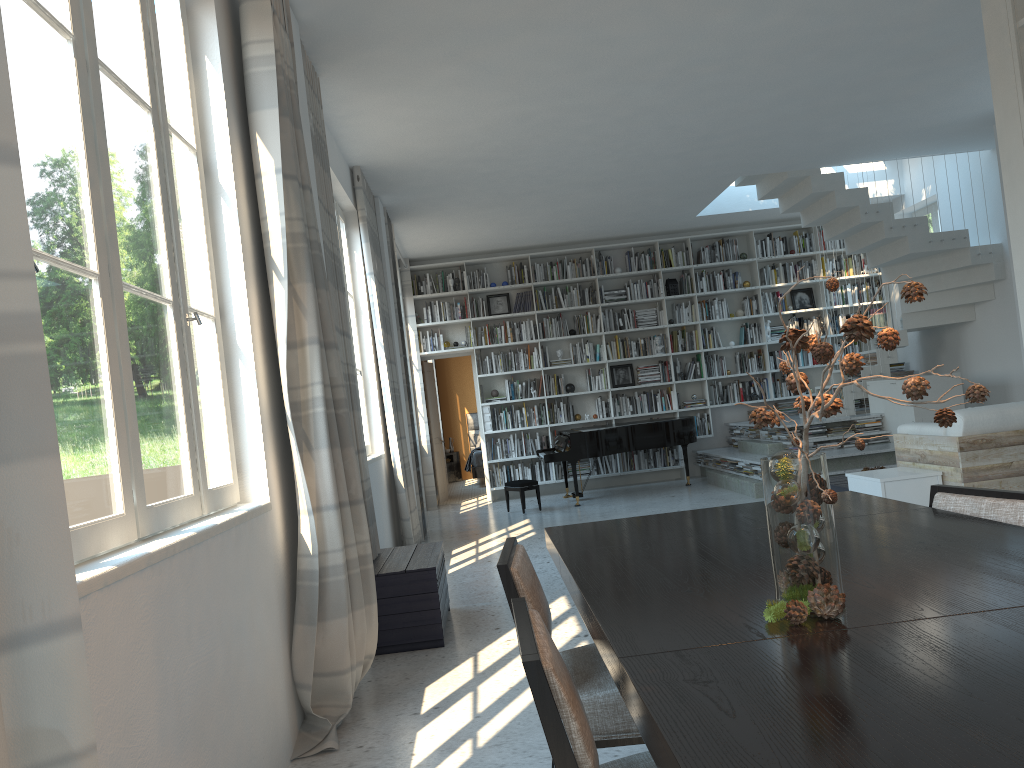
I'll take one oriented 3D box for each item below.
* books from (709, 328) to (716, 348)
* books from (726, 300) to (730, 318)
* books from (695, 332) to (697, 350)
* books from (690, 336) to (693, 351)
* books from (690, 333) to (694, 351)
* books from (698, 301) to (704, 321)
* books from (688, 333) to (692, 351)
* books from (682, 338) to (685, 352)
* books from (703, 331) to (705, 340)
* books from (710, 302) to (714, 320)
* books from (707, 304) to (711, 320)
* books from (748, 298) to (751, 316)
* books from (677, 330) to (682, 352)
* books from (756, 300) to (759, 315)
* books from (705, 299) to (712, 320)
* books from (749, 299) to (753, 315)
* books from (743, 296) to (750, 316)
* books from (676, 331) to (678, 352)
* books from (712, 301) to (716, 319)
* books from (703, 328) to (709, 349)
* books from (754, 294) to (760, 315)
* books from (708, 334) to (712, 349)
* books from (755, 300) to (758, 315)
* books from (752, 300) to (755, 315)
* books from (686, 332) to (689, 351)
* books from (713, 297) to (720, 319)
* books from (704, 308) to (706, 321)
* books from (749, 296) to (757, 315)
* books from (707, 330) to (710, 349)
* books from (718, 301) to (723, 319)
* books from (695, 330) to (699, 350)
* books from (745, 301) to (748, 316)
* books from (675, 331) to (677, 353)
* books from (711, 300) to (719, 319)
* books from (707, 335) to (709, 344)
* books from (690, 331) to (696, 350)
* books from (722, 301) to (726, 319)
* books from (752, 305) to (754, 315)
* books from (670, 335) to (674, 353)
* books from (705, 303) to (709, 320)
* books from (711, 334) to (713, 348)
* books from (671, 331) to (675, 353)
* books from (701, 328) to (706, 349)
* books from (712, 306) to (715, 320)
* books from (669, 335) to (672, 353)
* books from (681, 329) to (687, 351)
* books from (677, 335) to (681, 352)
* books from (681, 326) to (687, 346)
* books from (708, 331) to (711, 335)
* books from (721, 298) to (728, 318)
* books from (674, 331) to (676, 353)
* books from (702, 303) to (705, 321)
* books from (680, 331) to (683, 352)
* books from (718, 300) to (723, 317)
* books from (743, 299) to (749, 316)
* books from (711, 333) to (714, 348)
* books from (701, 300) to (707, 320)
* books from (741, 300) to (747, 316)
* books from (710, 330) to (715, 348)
[{"bbox_3d":[2.642,-0.595,11.678,0.006,0.270,0.178,-7,-1,-2],"label":"books"},{"bbox_3d":[2.832,-0.979,11.707,0.034,0.254,0.161,-7,-1,-2],"label":"books"},{"bbox_3d":[2.406,-0.556,11.687,0.019,0.247,0.149,-7,-1,-2],"label":"books"},{"bbox_3d":[2.341,-0.528,11.655,0.034,0.204,0.181,-7,-1,-2],"label":"books"},{"bbox_3d":[2.364,-0.548,11.676,0.028,0.239,0.145,-7,-1,-2],"label":"books"},{"bbox_3d":[2.488,-0.952,11.694,0.014,0.278,0.154,-7,-1,-2],"label":"books"},{"bbox_3d":[2.315,-0.544,11.647,0.027,0.242,0.188,-7,-1,-2],"label":"books"},{"bbox_3d":[2.244,-0.504,11.685,0.030,0.181,0.131,-7,-1,-2],"label":"books"},{"bbox_3d":[2.521,-0.568,11.689,0.007,0.244,0.145,-7,-1,-2],"label":"books"},{"bbox_3d":[2.610,-0.946,11.679,0.022,0.237,0.164,-7,-1,-2],"label":"books"},{"bbox_3d":[2.573,-0.931,11.691,0.026,0.216,0.161,-7,-1,-2],"label":"books"},{"bbox_3d":[3.113,-1.007,11.714,0.016,0.243,0.151,-7,-1,-2],"label":"books"},{"bbox_3d":[2.194,-0.556,11.659,0.019,0.294,0.163,-7,-1,-2],"label":"books"},{"bbox_3d":[3.222,-1.000,11.706,0.012,0.206,0.169,-7,-1,-2],"label":"books"},{"bbox_3d":[2.590,-0.966,11.673,0.014,0.280,0.177,-7,-1,-2],"label":"books"},{"bbox_3d":[3.141,-1.002,11.716,0.016,0.228,0.160,-7,-1,-2],"label":"books"},{"bbox_3d":[3.097,-1.017,11.702,0.015,0.267,0.164,-7,-1,-2],"label":"books"},{"bbox_3d":[2.157,-0.551,11.669,0.035,0.293,0.145,-7,-1,-2],"label":"books"},{"bbox_3d":[2.650,-0.960,11.696,0.011,0.257,0.131,-7,-1,-2],"label":"books"},{"bbox_3d":[2.543,-0.589,11.655,0.013,0.279,0.191,-7,-1,-2],"label":"books"},{"bbox_3d":[3.227,-1.037,11.700,0.005,0.278,0.182,-7,-1,-2],"label":"books"},{"bbox_3d":[2.591,-0.551,11.654,0.017,0.192,0.191,-7,-1,-2],"label":"books"},{"bbox_3d":[3.198,-0.997,11.701,0.013,0.204,0.174,-7,-1,-2],"label":"books"},{"bbox_3d":[3.170,-0.992,11.711,0.013,0.202,0.173,-7,-1,-2],"label":"books"},{"bbox_3d":[2.291,-0.546,11.670,0.033,0.253,0.174,-7,-1,-2],"label":"books"},{"bbox_3d":[2.697,-0.985,11.700,0.027,0.295,0.159,-7,-1,-2],"label":"books"},{"bbox_3d":[2.525,-0.907,11.690,0.021,0.179,0.136,-7,-1,-2],"label":"books"},{"bbox_3d":[3.181,-1.021,11.702,0.016,0.257,0.176,-7,-1,-2],"label":"books"},{"bbox_3d":[2.571,-0.580,11.685,0.013,0.256,0.144,-7,-1,-2],"label":"books"},{"bbox_3d":[2.726,-0.963,11.685,0.025,0.244,0.183,-7,-1,-2],"label":"books"},{"bbox_3d":[2.424,-0.569,11.686,0.033,0.268,0.142,-7,-1,-2],"label":"books"},{"bbox_3d":[3.078,-0.983,11.715,0.005,0.205,0.154,-7,-1,-2],"label":"books"},{"bbox_3d":[2.145,-0.550,11.654,0.035,0.293,0.145,-7,-1,-2],"label":"books"},{"bbox_3d":[2.671,-0.966,11.673,0.030,0.263,0.182,-7,-1,-2],"label":"books"},{"bbox_3d":[2.561,-0.547,11.678,0.014,0.192,0.147,-7,-1,-2],"label":"books"},{"bbox_3d":[2.386,-0.564,11.672,0.032,0.266,0.143,-7,-1,-2],"label":"books"},{"bbox_3d":[2.773,-0.962,11.693,0.021,0.232,0.183,-7,-1,-2],"label":"books"},{"bbox_3d":[3.157,-0.993,11.722,0.012,0.206,0.137,-7,-1,-2],"label":"books"},{"bbox_3d":[2.091,-0.520,11.682,0.013,0.247,0.176,-7,-1,-2],"label":"books"},{"bbox_3d":[2.553,-0.939,11.688,0.013,0.236,0.157,-7,-1,-2],"label":"books"},{"bbox_3d":[2.612,-0.561,11.682,0.014,0.209,0.156,-7,-1,-2],"label":"books"},{"bbox_3d":[2.120,-0.547,11.657,0.035,0.293,0.145,-7,-1,-2],"label":"books"},{"bbox_3d":[2.498,-0.588,11.669,0.035,0.287,0.191,-7,-1,-2],"label":"books"},{"bbox_3d":[2.636,-0.927,11.689,0.025,0.194,0.171,-7,-1,-2],"label":"books"},{"bbox_3d":[2.077,-0.517,11.670,0.014,0.244,0.145,-7,-1,-2],"label":"books"},{"bbox_3d":[2.258,-0.563,11.647,0.019,0.293,0.182,-7,-1,-2],"label":"books"},{"bbox_3d":[2.180,-0.523,11.660,0.015,0.231,0.180,-7,-1,-2],"label":"books"},{"bbox_3d":[2.268,-0.586,11.667,0.021,0.337,0.169,-7,-1,-2],"label":"books"},{"bbox_3d":[2.599,-0.577,11.681,0.008,0.242,0.169,-7,-1,-2],"label":"books"},{"bbox_3d":[2.794,-0.985,11.683,0.024,0.272,0.169,-7,-1,-2],"label":"books"},{"bbox_3d":[2.132,-0.548,11.668,0.035,0.293,0.145,-7,-1,-2],"label":"books"},{"bbox_3d":[2.504,-0.939,11.678,0.014,0.247,0.176,-7,-1,-2],"label":"books"},{"bbox_3d":[2.213,-0.549,11.682,0.035,0.278,0.139,-7,-1,-2],"label":"books"},{"bbox_3d":[2.748,-0.974,11.706,0.024,0.262,0.133,-7,-1,-2],"label":"books"},{"bbox_3d":[3.085,-0.997,11.714,0.012,0.232,0.154,-7,-1,-2],"label":"books"},{"bbox_3d":[2.622,-0.564,11.674,0.007,0.211,0.158,-7,-1,-2],"label":"books"},{"bbox_3d":[2.536,-0.960,11.708,0.014,0.284,0.135,-7,-1,-2],"label":"books"},{"bbox_3d":[3.067,-0.989,11.718,0.015,0.220,0.140,-7,-1,-2],"label":"books"},{"bbox_3d":[2.632,-0.580,11.687,0.017,0.243,0.132,-7,-1,-2],"label":"books"}]
